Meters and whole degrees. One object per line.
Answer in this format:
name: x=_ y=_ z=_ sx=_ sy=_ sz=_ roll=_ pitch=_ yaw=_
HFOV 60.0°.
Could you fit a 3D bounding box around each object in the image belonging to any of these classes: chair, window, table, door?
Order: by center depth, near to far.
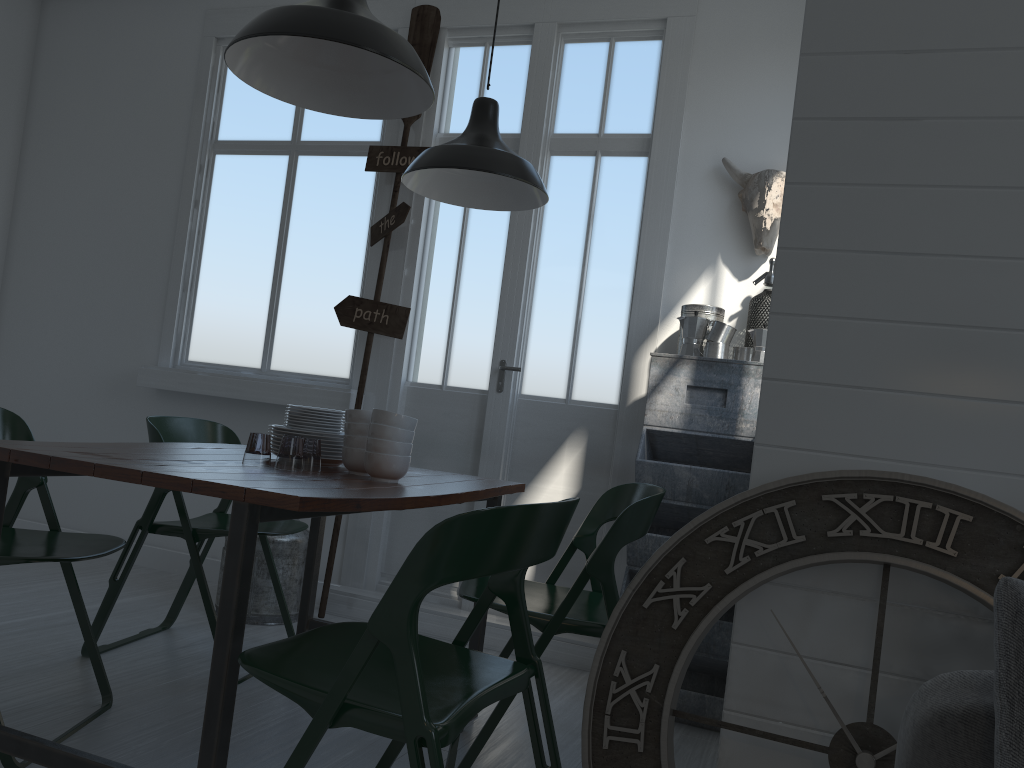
chair: x=-0.203 y=0.718 z=1.942 sx=0.730 sy=1.006 sz=0.652 roll=6 pitch=-2 yaw=20
chair: x=-1.652 y=0.577 z=2.796 sx=0.730 sy=1.006 sz=0.652 roll=7 pitch=-2 yaw=0
table: x=-0.748 y=0.715 z=2.846 sx=1.170 sy=0.929 sz=1.697 roll=6 pitch=-3 yaw=18
chair: x=0.175 y=0.814 z=2.979 sx=0.730 sy=1.006 sz=0.652 roll=7 pitch=-2 yaw=0
chair: x=-1.285 y=0.670 z=3.804 sx=0.730 sy=1.006 sz=0.652 roll=7 pitch=-2 yaw=10
door: x=-0.022 y=-0.393 z=4.696 sx=1.609 sy=3.478 sz=0.254 roll=6 pitch=-2 yaw=20
window: x=-1.392 y=-1.091 z=5.254 sx=1.481 sy=2.397 sz=0.254 roll=6 pitch=-2 yaw=20

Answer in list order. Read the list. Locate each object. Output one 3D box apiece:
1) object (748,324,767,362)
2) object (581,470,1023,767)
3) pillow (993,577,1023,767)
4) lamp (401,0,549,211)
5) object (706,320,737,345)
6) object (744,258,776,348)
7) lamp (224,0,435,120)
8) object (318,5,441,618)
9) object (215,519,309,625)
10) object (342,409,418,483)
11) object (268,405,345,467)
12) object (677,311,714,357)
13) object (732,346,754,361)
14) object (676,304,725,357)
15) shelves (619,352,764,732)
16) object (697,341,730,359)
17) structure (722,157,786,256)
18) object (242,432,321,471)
object: x=1.112 y=-0.164 z=3.891 sx=0.162 sy=0.196 sz=0.102 roll=8 pitch=-2 yaw=-21
object: x=0.688 y=0.735 z=1.677 sx=1.111 sy=1.137 sz=0.585 roll=7 pitch=-2 yaw=6
pillow: x=0.986 y=0.579 z=1.174 sx=0.638 sy=0.521 sz=0.279 roll=6 pitch=-2 yaw=20
lamp: x=-0.068 y=-1.587 z=3.909 sx=0.651 sy=1.498 sz=0.650 roll=8 pitch=-2 yaw=-25
object: x=0.939 y=-0.224 z=3.973 sx=0.129 sy=0.126 sz=0.108 roll=7 pitch=-2 yaw=12
object: x=1.195 y=-0.321 z=4.160 sx=0.172 sy=0.551 sz=0.171 roll=9 pitch=-2 yaw=-45
lamp: x=-0.472 y=-1.690 z=2.803 sx=0.650 sy=1.498 sz=0.651 roll=7 pitch=-2 yaw=17
object: x=-0.720 y=-0.457 z=4.821 sx=0.362 sy=3.419 sz=0.412 roll=8 pitch=-2 yaw=-37
object: x=-1.265 y=0.841 z=4.598 sx=0.450 sy=0.725 sz=0.451 roll=7 pitch=-2 yaw=0
object: x=-0.422 y=0.187 z=2.776 sx=0.150 sy=0.216 sz=0.309 roll=9 pitch=-3 yaw=-37
object: x=-0.678 y=0.177 z=3.020 sx=0.300 sy=0.195 sz=0.305 roll=9 pitch=-3 yaw=-33
object: x=0.849 y=-0.212 z=4.069 sx=0.205 sy=0.249 sz=0.130 roll=7 pitch=-2 yaw=11
object: x=1.054 y=-0.117 z=4.005 sx=0.108 sy=0.096 sz=0.129 roll=8 pitch=-2 yaw=-20
object: x=0.898 y=-0.222 z=4.243 sx=0.205 sy=0.290 sz=0.205 roll=6 pitch=-2 yaw=22
shelves: x=0.828 y=0.663 z=3.940 sx=0.513 sy=1.514 sz=0.679 roll=6 pitch=-2 yaw=20
object: x=0.910 y=-0.136 z=3.981 sx=0.108 sy=0.096 sz=0.129 roll=9 pitch=-3 yaw=-40
structure: x=1.219 y=-0.858 z=4.230 sx=0.490 sy=0.470 sz=0.189 roll=6 pitch=-2 yaw=23
object: x=-0.698 y=0.209 z=2.744 sx=0.172 sy=0.098 sz=0.241 roll=6 pitch=-3 yaw=24
